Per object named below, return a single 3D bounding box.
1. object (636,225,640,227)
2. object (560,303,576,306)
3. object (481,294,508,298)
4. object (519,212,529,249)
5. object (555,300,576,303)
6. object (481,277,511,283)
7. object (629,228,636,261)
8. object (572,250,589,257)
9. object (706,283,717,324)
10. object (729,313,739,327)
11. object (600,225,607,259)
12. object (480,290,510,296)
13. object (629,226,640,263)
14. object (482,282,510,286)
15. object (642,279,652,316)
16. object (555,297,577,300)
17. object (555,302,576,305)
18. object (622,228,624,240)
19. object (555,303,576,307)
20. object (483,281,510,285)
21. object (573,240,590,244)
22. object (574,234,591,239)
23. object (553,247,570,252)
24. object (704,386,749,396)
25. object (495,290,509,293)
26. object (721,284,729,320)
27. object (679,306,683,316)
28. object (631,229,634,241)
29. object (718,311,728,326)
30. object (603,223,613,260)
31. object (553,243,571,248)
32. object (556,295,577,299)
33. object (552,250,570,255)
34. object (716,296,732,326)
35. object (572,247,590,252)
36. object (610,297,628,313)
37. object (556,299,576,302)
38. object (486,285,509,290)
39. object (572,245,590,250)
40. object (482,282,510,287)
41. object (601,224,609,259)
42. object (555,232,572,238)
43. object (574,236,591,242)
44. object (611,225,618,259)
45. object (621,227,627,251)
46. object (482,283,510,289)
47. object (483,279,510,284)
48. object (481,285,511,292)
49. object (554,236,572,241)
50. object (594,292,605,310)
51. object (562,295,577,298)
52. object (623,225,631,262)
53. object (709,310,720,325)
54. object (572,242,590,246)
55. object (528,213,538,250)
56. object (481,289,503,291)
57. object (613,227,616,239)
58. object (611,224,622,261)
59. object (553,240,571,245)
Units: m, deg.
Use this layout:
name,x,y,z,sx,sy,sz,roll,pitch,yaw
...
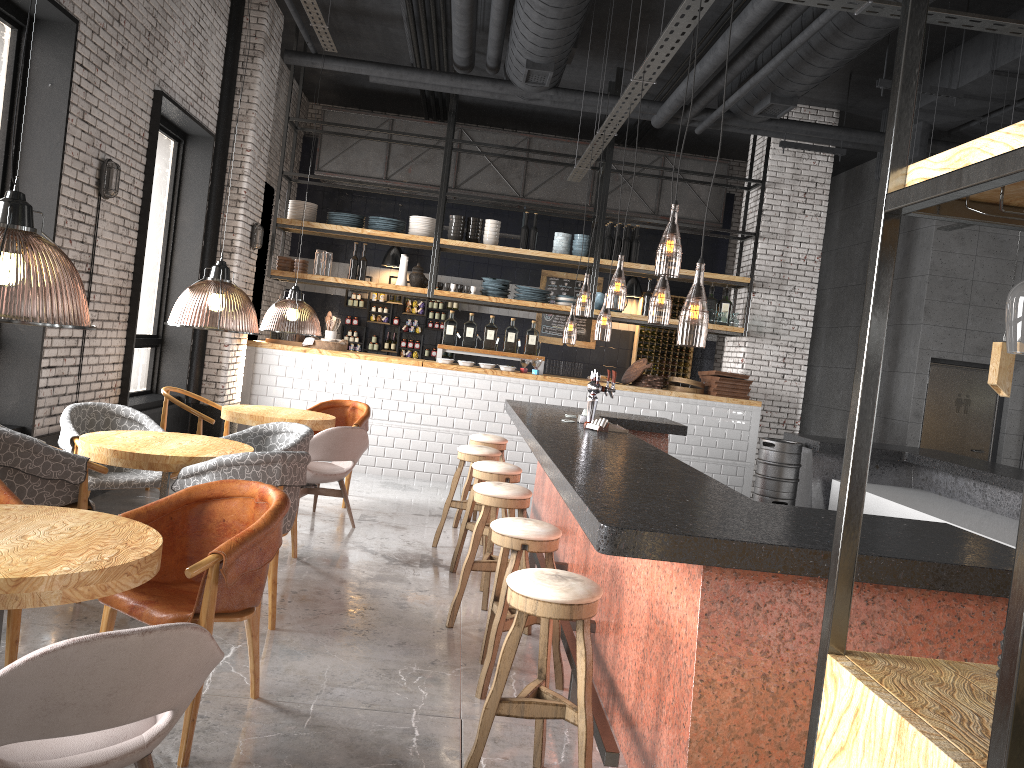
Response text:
name,x,y,z,sx,sy,sz,roll,pitch,yaw
object,1.511,-1.886,10.642,0.046,0.031,0.046,6,2,-11
object,0.648,-0.961,10.739,0.263,0.038,0.263,7,2,12
object,-0.210,-1.049,10.689,0.334,0.033,0.335,5,3,-34
object,0.157,-1.828,10.641,0.098,0.471,0.098,7,1,19
object,0.651,-0.989,10.740,0.265,0.038,0.265,8,2,19
object,-0.187,-1.242,10.684,0.373,0.050,0.373,8,2,18
object,1.476,-1.668,10.781,0.098,0.458,0.098,6,1,-26
object,0.823,-1.557,10.708,0.218,0.085,0.219,5,3,-34
object,2.432,-0.995,10.874,0.157,0.554,0.106,7,1,1
object,2.682,-0.775,10.686,0.118,0.181,0.118,7,2,20
object,1.144,-1.719,10.896,0.098,0.471,0.098,7,1,19
object,-0.207,-1.085,10.691,0.373,0.067,0.372,6,2,-22
object,1.483,-1.661,10.646,0.098,0.458,0.098,6,1,-26
object,-0.193,-1.193,10.686,0.334,0.035,0.335,6,3,-28
object,1.656,-1.048,10.811,0.098,0.471,0.098,7,1,-15
object,0.656,-1.024,10.739,0.263,0.029,0.264,6,3,-27
object,0.649,-0.971,10.740,0.263,0.037,0.264,6,3,-30
object,1.361,-1.687,10.910,0.098,0.458,0.098,6,1,-26
object,0.647,-0.948,10.741,0.263,0.026,0.263,8,3,32
object,-0.191,-1.208,10.685,0.334,0.036,0.335,6,2,-14
object,0.835,-1.686,10.709,0.218,0.092,0.218,9,3,37
object,0.847,-1.749,10.709,0.219,0.091,0.218,7,2,14
object,0.596,-1.614,10.719,0.210,0.069,0.210,5,3,-38
object,2.495,0.079,10.446,0.405,0.044,0.636,7,2,-1
object,-0.205,-1.102,10.688,0.334,0.051,0.334,8,3,27
object,2.618,-0.976,10.895,0.140,0.550,0.097,7,1,1
object,2.076,-0.848,10.698,0.118,0.181,0.118,6,2,-40
object,1.468,-1.674,10.916,0.098,0.458,0.098,6,1,-26
object,2.558,-0.791,10.731,0.118,0.181,0.118,6,2,-20
object,1.159,-1.700,10.627,0.098,0.458,0.098,7,1,19
object,0.603,-1.657,10.722,0.210,0.074,0.210,6,3,-29
object,0.659,-1.042,10.739,0.265,0.034,0.265,7,2,9
object,0.592,-1.571,10.721,0.210,0.065,0.210,7,2,14
object,2.609,-0.900,10.902,0.157,0.405,0.106,7,1,1
object,0.832,-1.589,10.709,0.218,0.093,0.219,6,2,-20
object,1.279,-0.970,10.761,0.165,0.230,0.199,6,2,-33
object,0.654,-1.002,10.739,0.263,0.032,0.263,5,3,-45
object,-0.198,-1.153,10.687,0.334,0.039,0.335,7,2,-4
object,0.827,-1.622,10.706,0.218,0.092,0.219,6,2,-14
object,-0.194,-1.182,10.688,0.335,0.052,0.334,7,2,13
object,1.151,-1.706,10.762,0.098,0.458,0.098,7,1,19
object,0.620,-1.786,10.714,0.210,0.074,0.210,7,2,1
object,0.848,-1.717,10.707,0.218,0.096,0.219,6,2,-20
object,1.258,-1.694,10.768,0.098,0.458,0.098,7,1,19
object,1.369,-1.681,10.775,0.098,0.458,0.098,6,1,-26
object,-0.195,-1.166,10.688,0.335,0.052,0.334,8,3,35
object,-0.188,-1.222,10.686,0.334,0.048,0.335,6,2,-17
object,-0.196,-1.136,10.687,0.372,0.071,0.373,7,2,8
object,0.612,-1.743,10.713,0.210,0.076,0.210,6,3,-29
object,1.102,-0.992,10.763,0.198,0.230,0.166,7,2,3
object,0.659,-1.053,10.738,0.265,0.037,0.265,7,2,-9
object,1.377,-1.674,10.640,0.098,0.458,0.098,6,1,-26
object,2.439,-0.805,10.706,0.118,0.181,0.118,6,2,-27
object,0.831,-1.654,10.709,0.218,0.092,0.218,8,3,32
object,0.263,-1.815,10.647,0.098,0.471,0.098,7,1,19
object,-0.203,-1.114,10.687,0.334,0.045,0.335,7,2,-7
object,1.250,-1.700,10.903,0.098,0.458,0.098,7,1,19
object,1.266,-1.687,10.633,0.098,0.458,0.098,7,1,19
object,0.603,-1.701,10.716,0.210,0.078,0.210,8,2,19
